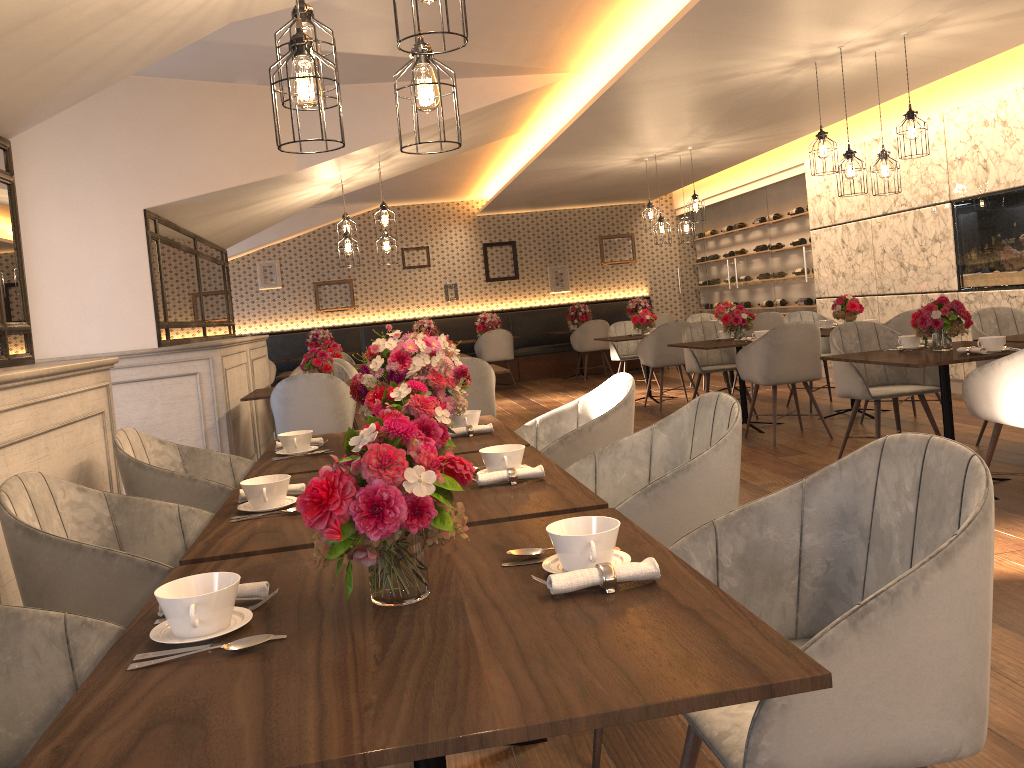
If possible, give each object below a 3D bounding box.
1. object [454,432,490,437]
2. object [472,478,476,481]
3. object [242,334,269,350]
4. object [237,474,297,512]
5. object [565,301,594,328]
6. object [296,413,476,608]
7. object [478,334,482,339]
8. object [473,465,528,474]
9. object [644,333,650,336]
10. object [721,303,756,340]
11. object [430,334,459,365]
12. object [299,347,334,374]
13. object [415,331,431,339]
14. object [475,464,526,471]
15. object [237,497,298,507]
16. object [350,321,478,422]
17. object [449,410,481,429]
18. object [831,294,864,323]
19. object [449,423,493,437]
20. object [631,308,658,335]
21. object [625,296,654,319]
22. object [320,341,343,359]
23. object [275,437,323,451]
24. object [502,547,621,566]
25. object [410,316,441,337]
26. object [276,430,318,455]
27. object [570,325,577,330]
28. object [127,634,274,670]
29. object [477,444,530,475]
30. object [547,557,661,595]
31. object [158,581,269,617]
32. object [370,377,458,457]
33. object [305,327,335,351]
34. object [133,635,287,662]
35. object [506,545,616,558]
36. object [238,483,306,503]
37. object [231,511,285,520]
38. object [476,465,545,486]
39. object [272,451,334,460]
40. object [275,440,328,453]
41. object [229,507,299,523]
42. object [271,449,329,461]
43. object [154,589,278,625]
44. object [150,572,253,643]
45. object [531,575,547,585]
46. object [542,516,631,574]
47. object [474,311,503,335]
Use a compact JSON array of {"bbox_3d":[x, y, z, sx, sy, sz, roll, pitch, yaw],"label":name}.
[{"bbox_3d":[-0.167,0.172,3.195,0.193,0.024,0.025,-6,3,-9],"label":"object"},{"bbox_3d":[-0.017,0.238,2.275,0.193,0.024,0.025,-6,3,-9],"label":"object"},{"bbox_3d":[-3.696,-0.510,12.601,0.404,0.424,0.421,-3,4,33],"label":"object"},{"bbox_3d":[-0.615,0.276,2.222,0.148,0.072,0.149,-3,5,33],"label":"object"},{"bbox_3d":[1.016,-1.029,13.360,0.404,0.424,0.421,-3,4,33],"label":"object"},{"bbox_3d":[-0.187,0.187,1.402,0.234,0.301,0.306,-3,4,38],"label":"object"},{"bbox_3d":[-0.449,-0.724,13.510,0.148,0.072,0.149,-2,6,38],"label":"object"},{"bbox_3d":[-0.058,0.239,2.428,0.211,0.004,0.022,-6,5,-9],"label":"object"},{"bbox_3d":[1.435,-0.522,9.315,0.056,0.039,0.176,-6,5,-9],"label":"object"},{"bbox_3d":[1.848,-0.510,7.207,0.306,0.301,0.234,-7,4,-31],"label":"object"},{"bbox_3d":[-0.509,-0.233,6.608,0.234,0.301,0.306,-5,3,10],"label":"object"},{"bbox_3d":[-1.430,-0.131,6.447,0.235,0.301,0.305,-7,4,-34],"label":"object"},{"bbox_3d":[-0.883,-0.396,8.899,0.234,0.301,0.306,-5,3,10],"label":"object"},{"bbox_3d":[-0.057,0.230,2.464,0.197,0.015,0.043,-7,5,-13],"label":"object"},{"bbox_3d":[-0.616,0.293,2.303,0.193,0.024,0.025,-6,3,-9],"label":"object"},{"bbox_3d":[-0.355,-0.005,3.115,0.420,0.424,0.405,-7,3,-21],"label":"object"},{"bbox_3d":[-0.173,0.142,3.275,0.148,0.072,0.149,-3,5,33],"label":"object"},{"bbox_3d":[2.789,-0.611,7.330,0.234,0.301,0.306,-6,3,-7],"label":"object"},{"bbox_3d":[-0.153,0.166,3.163,0.176,0.039,0.056,-6,4,-9],"label":"object"},{"bbox_3d":[1.449,-0.685,9.654,0.306,0.301,0.234,-7,4,-31],"label":"object"},{"bbox_3d":[1.938,-1.131,13.520,0.404,0.424,0.421,-3,4,35],"label":"object"},{"bbox_3d":[-1.803,-0.294,8.738,0.235,0.301,0.305,-7,4,-34],"label":"object"},{"bbox_3d":[-0.782,0.219,3.255,0.176,0.039,0.056,-6,4,-9],"label":"object"},{"bbox_3d":[0.086,0.302,1.544,0.211,0.004,0.022,-6,5,-9],"label":"object"},{"bbox_3d":[-1.283,-0.783,13.077,0.404,0.424,0.421,-3,4,35],"label":"object"},{"bbox_3d":[-0.765,0.210,3.142,0.148,0.072,0.149,-3,5,33],"label":"object"},{"bbox_3d":[0.954,-0.878,13.737,0.148,0.072,0.149,-2,6,38],"label":"object"},{"bbox_3d":[-0.431,0.373,1.230,0.197,0.015,0.043,-7,5,-13],"label":"object"},{"bbox_3d":[-0.023,0.207,2.354,0.148,0.072,0.149,-3,5,33],"label":"object"},{"bbox_3d":[0.141,0.296,1.358,0.176,0.039,0.056,-6,4,-9],"label":"object"},{"bbox_3d":[-0.488,0.348,1.451,0.176,0.039,0.056,-6,4,-9],"label":"object"},{"bbox_3d":[-0.247,0.125,2.220,0.234,0.301,0.306,-5,3,10],"label":"object"},{"bbox_3d":[-2.764,-0.612,12.747,0.420,0.424,0.405,-7,3,-21],"label":"object"},{"bbox_3d":[-0.429,0.376,1.266,0.211,0.004,0.022,-6,5,-9],"label":"object"},{"bbox_3d":[0.087,0.293,1.580,0.197,0.015,0.043,-7,5,-13],"label":"object"},{"bbox_3d":[-0.632,0.284,2.335,0.176,0.039,0.056,-6,4,-9],"label":"object"},{"bbox_3d":[-0.573,0.312,2.150,0.211,0.004,0.022,-6,5,-9],"label":"object"},{"bbox_3d":[-0.003,0.232,2.242,0.176,0.039,0.056,-6,4,-9],"label":"object"},{"bbox_3d":[-0.724,0.247,3.071,0.211,0.004,0.022,-6,5,-9],"label":"object"},{"bbox_3d":[-0.766,0.227,3.223,0.193,0.024,0.025,-6,3,-9],"label":"object"},{"bbox_3d":[-0.575,0.310,2.114,0.197,0.015,0.043,-7,5,-13],"label":"object"},{"bbox_3d":[-0.725,0.244,3.035,0.197,0.015,0.043,-7,5,-13],"label":"object"},{"bbox_3d":[-0.472,0.356,1.419,0.193,0.024,0.025,-6,3,-9],"label":"object"},{"bbox_3d":[-0.471,0.339,1.338,0.148,0.072,0.149,-3,5,33],"label":"object"},{"bbox_3d":[0.127,0.301,1.391,0.193,0.024,0.025,-6,3,-9],"label":"object"},{"bbox_3d":[0.121,0.271,1.470,0.148,0.072,0.149,-3,5,33],"label":"object"},{"bbox_3d":[-0.351,-0.877,13.126,0.420,0.424,0.406,-6,3,-7],"label":"object"}]
